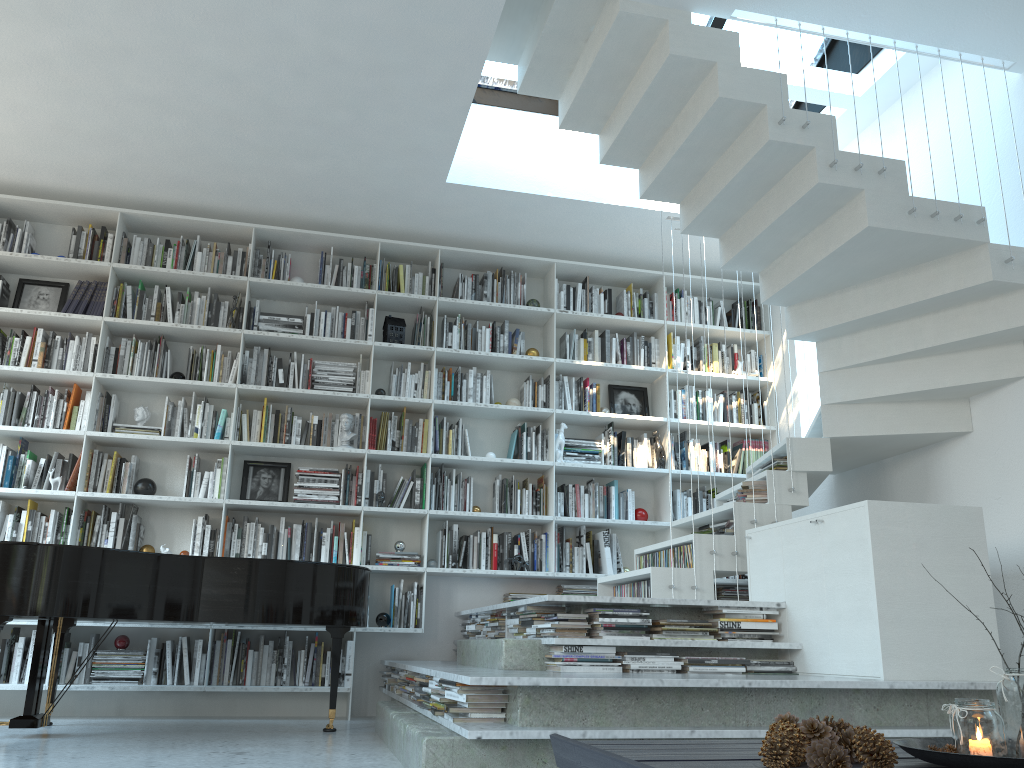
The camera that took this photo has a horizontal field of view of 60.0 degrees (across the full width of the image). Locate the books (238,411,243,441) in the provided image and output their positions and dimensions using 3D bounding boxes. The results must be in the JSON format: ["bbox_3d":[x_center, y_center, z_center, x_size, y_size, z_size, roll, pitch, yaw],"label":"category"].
[{"bbox_3d":[-1.768,0.305,5.778,0.011,0.234,0.142,5,-16,-12],"label":"books"}]

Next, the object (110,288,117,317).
[{"bbox_3d":[-2.590,-0.482,5.787,0.012,0.253,0.161,5,-16,-12],"label":"object"}]

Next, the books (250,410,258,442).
[{"bbox_3d":[-1.684,0.305,5.794,0.026,0.247,0.139,5,-16,-12],"label":"books"}]

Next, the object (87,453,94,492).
[{"bbox_3d":[-2.601,0.571,5.502,0.012,0.269,0.131,5,-16,-12],"label":"object"}]

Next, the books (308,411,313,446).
[{"bbox_3d":[-1.337,0.326,5.862,0.014,0.258,0.162,5,-16,-12],"label":"books"}]

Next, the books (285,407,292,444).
[{"bbox_3d":[-1.466,0.305,5.817,0.028,0.267,0.190,5,-17,-12],"label":"books"}]

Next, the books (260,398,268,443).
[{"bbox_3d":[-1.617,0.266,5.782,0.014,0.316,0.188,5,-16,-12],"label":"books"}]

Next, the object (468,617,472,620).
[{"bbox_3d":[-0.200,1.520,5.744,0.131,0.024,0.291,4,-17,-11],"label":"object"}]

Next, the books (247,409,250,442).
[{"bbox_3d":[-1.716,0.302,5.777,0.042,0.241,0.162,5,-17,-12],"label":"books"}]

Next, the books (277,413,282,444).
[{"bbox_3d":[-1.526,0.323,5.813,0.012,0.227,0.170,5,-17,-12],"label":"books"}]

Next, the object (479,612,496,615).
[{"bbox_3d":[-0.079,1.344,5.186,0.159,0.007,0.286,6,-17,-15],"label":"object"}]

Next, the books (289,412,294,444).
[{"bbox_3d":[-1.453,0.322,5.845,0.011,0.251,0.131,5,-16,-12],"label":"books"}]

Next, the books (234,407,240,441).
[{"bbox_3d":[-1.787,0.292,5.768,0.012,0.253,0.161,5,-16,-12],"label":"books"}]

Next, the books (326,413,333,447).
[{"bbox_3d":[-1.216,0.334,5.884,0.025,0.258,0.151,5,-16,-12],"label":"books"}]

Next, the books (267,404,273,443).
[{"bbox_3d":[-1.585,0.290,5.798,0.010,0.280,0.171,5,-16,-12],"label":"books"}]

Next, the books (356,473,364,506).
[{"bbox_3d":[-1.003,0.715,5.816,0.034,0.228,0.200,5,-17,-12],"label":"books"}]

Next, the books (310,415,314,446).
[{"bbox_3d":[-1.325,0.337,5.858,0.010,0.233,0.175,5,-17,-12],"label":"books"}]

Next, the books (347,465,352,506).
[{"bbox_3d":[-1.073,0.688,5.831,0.011,0.287,0.152,5,-16,-12],"label":"books"}]

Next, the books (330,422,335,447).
[{"bbox_3d":[-1.197,0.366,5.897,0.022,0.206,0.114,5,-16,-12],"label":"books"}]

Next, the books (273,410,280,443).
[{"bbox_3d":[-1.550,0.312,5.832,0.028,0.258,0.135,5,-16,-12],"label":"books"}]

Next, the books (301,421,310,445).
[{"bbox_3d":[-1.371,0.354,5.856,0.050,0.198,0.146,5,-17,-12],"label":"books"}]

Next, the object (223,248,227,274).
[{"bbox_3d":[-1.947,-0.777,6.026,0.010,0.246,0.157,5,-16,-12],"label":"object"}]

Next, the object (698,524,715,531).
[{"bbox_3d":[1.215,0.856,5.273,0.161,0.025,0.175,4,-17,-9],"label":"object"}]

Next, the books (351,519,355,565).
[{"bbox_3d":[-1.036,1.037,5.744,0.011,0.299,0.149,5,-16,-12],"label":"books"}]

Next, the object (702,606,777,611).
[{"bbox_3d":[1.031,1.020,4.042,0.284,0.030,0.177,5,-17,-13],"label":"object"}]

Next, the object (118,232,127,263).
[{"bbox_3d":[-2.584,-0.848,5.892,0.012,0.284,0.160,5,-16,-12],"label":"object"}]

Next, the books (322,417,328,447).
[{"bbox_3d":[-1.244,0.351,5.892,0.025,0.229,0.143,5,-16,-12],"label":"books"}]

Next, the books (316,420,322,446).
[{"bbox_3d":[-1.276,0.355,5.855,0.029,0.200,0.179,5,-17,-12],"label":"books"}]

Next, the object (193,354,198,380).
[{"bbox_3d":[-2.070,-0.071,5.807,0.010,0.224,0.143,5,-16,-12],"label":"object"}]

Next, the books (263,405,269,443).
[{"bbox_3d":[-1.604,0.291,5.777,0.015,0.266,0.189,5,-17,-12],"label":"books"}]

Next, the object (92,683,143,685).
[{"bbox_3d":[-2.317,1.762,5.218,0.254,0.007,0.161,4,-17,-10],"label":"object"}]

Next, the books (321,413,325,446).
[{"bbox_3d":[-1.254,0.332,5.856,0.012,0.244,0.186,5,-17,-12],"label":"books"}]

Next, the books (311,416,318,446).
[{"bbox_3d":[-1.304,0.341,5.850,0.029,0.223,0.186,5,-17,-12],"label":"books"}]

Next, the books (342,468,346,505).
[{"bbox_3d":[-1.104,0.695,5.810,0.011,0.260,0.185,5,-17,-12],"label":"books"}]

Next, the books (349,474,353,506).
[{"bbox_3d":[-1.063,0.717,5.832,0.013,0.232,0.134,5,-16,-12],"label":"books"}]

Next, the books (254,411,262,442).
[{"bbox_3d":[-1.656,0.309,5.793,0.029,0.239,0.156,5,-16,-12],"label":"books"}]

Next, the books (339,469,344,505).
[{"bbox_3d":[-1.117,0.698,5.809,0.012,0.253,0.161,5,-16,-12],"label":"books"}]

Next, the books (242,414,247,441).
[{"bbox_3d":[-1.731,0.313,5.758,0.053,0.208,0.156,5,-17,-12],"label":"books"}]

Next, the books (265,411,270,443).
[{"bbox_3d":[-1.599,0.312,5.807,0.010,0.244,0.150,5,-16,-12],"label":"books"}]

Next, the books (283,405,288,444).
[{"bbox_3d":[-1.489,0.300,5.829,0.013,0.283,0.177,5,-16,-12],"label":"books"}]

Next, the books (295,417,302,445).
[{"bbox_3d":[-1.407,0.340,5.838,0.030,0.214,0.169,5,-17,-12],"label":"books"}]

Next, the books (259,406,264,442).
[{"bbox_3d":[-1.639,0.293,5.815,0.010,0.283,0.137,5,-16,-12],"label":"books"}]

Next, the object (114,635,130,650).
[{"bbox_3d":[-2.308,1.530,5.247,0.086,0.087,0.086,12,-20,-34],"label":"object"}]

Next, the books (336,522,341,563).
[{"bbox_3d":[-1.126,1.040,5.731,0.010,0.283,0.132,5,-16,-12],"label":"books"}]

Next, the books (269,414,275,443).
[{"bbox_3d":[-1.574,0.323,5.816,0.024,0.228,0.148,5,-16,-12],"label":"books"}]

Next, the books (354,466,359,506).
[{"bbox_3d":[-1.027,0.692,5.828,0.011,0.278,0.186,5,-17,-12],"label":"books"}]

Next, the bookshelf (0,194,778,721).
[{"bbox_3d":[-1.177,0.533,5.779,6.298,3.132,0.331,5,-16,-13],"label":"bookshelf"}]

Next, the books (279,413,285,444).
[{"bbox_3d":[-1.509,0.323,5.825,0.025,0.235,0.137,5,-16,-12],"label":"books"}]

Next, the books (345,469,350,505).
[{"bbox_3d":[-1.085,0.703,5.825,0.013,0.255,0.163,5,-16,-12],"label":"books"}]

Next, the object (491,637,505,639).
[{"bbox_3d":[-0.010,1.401,4.879,0.145,0.010,0.267,6,-17,-16],"label":"object"}]

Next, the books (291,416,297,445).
[{"bbox_3d":[-1.433,0.337,5.832,0.024,0.216,0.176,5,-17,-12],"label":"books"}]

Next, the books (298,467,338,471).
[{"bbox_3d":[-1.266,0.570,5.809,0.254,0.012,0.161,4,-17,-9],"label":"books"}]

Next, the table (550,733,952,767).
[{"bbox_3d":[0.860,0.913,1.877,1.270,0.217,1.261,5,-17,-12],"label":"table"}]

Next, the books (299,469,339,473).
[{"bbox_3d":[-1.267,0.583,5.808,0.254,0.012,0.161,6,-17,-15],"label":"books"}]

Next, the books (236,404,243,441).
[{"bbox_3d":[-1.778,0.282,5.783,0.010,0.281,0.140,5,-16,-12],"label":"books"}]

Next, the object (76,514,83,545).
[{"bbox_3d":[-2.616,0.926,5.385,0.012,0.253,0.161,5,-16,-12],"label":"object"}]

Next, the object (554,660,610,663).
[{"bbox_3d":[0.290,1.160,3.706,0.204,0.004,0.140,4,-17,-10],"label":"object"}]

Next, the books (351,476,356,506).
[{"bbox_3d":[-1.047,0.726,5.832,0.021,0.216,0.132,5,-16,-12],"label":"books"}]
